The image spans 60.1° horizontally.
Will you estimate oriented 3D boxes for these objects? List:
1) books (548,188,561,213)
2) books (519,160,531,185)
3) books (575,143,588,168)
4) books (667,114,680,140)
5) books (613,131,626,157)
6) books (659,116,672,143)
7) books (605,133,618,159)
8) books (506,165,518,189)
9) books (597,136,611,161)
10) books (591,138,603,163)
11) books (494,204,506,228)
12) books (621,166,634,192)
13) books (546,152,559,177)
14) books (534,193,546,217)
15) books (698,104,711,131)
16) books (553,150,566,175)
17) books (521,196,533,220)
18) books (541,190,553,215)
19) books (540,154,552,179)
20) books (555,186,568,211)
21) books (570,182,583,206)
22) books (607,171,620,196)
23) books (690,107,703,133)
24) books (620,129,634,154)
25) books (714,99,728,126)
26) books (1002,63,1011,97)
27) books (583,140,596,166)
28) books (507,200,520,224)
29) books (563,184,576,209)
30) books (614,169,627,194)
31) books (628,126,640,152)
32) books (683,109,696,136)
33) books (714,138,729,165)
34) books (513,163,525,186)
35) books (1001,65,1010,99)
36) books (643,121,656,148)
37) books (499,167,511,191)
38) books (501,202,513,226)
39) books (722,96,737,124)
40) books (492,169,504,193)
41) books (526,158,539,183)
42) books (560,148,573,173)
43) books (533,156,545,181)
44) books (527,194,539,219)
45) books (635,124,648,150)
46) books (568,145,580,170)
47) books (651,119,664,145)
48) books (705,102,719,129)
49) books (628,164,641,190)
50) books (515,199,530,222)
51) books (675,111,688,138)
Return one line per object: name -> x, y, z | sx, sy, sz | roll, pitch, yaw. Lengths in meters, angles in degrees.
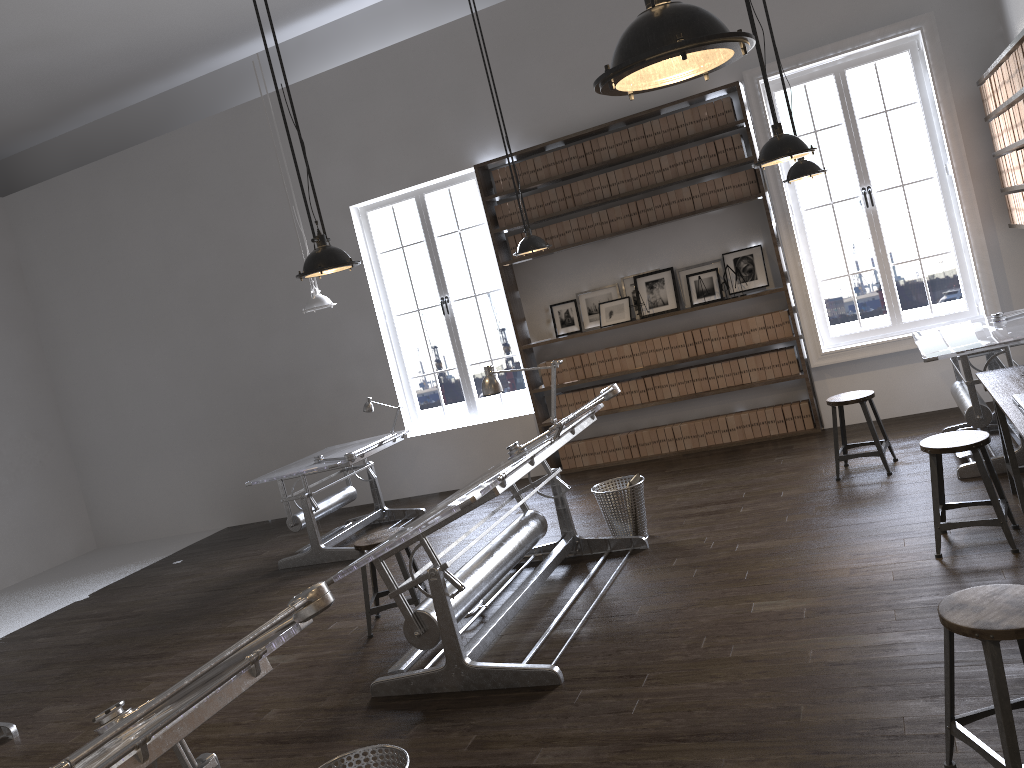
books -> 0.415, -1.684, 8.157 | 0.066, 0.225, 0.175 | -13, 3, 23
books -> 0.153, -1.953, 8.227 | 0.066, 0.225, 0.176 | -13, 3, 23
books -> 0.652, -2.058, 8.019 | 0.066, 0.225, 0.176 | -13, 3, 23
books -> 1.417, -2.219, 7.696 | 0.066, 0.225, 0.176 | -13, 3, 23
books -> 0.974, -2.126, 7.884 | 0.066, 0.225, 0.175 | -13, 3, 23
books -> 1.354, -2.206, 7.724 | 0.066, 0.225, 0.175 | -13, 3, 23
books -> 0.909, -2.112, 7.907 | 0.066, 0.225, 0.175 | -13, 3, 23
books -> 0.027, -1.927, 8.278 | 0.066, 0.225, 0.175 | -13, 3, 23
books -> 0.843, -2.098, 7.931 | 0.066, 0.225, 0.176 | -13, 3, 23
books -> 0.786, -2.086, 7.962 | 0.066, 0.225, 0.176 | -13, 3, 23
books -> -0.080, -1.580, 8.371 | 0.066, 0.225, 0.175 | -13, 3, 23
books -> 1.050, -1.817, 7.893 | 0.066, 0.225, 0.176 | -13, 3, 23
books -> 0.397, -2.004, 8.119 | 0.066, 0.225, 0.176 | -13, 3, 23
books -> 0.288, -1.657, 8.215 | 0.066, 0.225, 0.176 | -13, 3, 23
books -> 1.660, -2.269, 7.588 | 0.066, 0.225, 0.176 | -13, 3, 23
books -> 0.460, -2.018, 8.099 | 0.066, 0.225, 0.176 | -13, 3, 23
books -> 0.167, -1.632, 8.265 | 0.066, 0.225, 0.176 | -13, 3, 23
books -> 0.352, -1.671, 8.188 | 0.066, 0.225, 0.175 | -13, 3, 23
books -> 0.338, -1.992, 8.149 | 0.066, 0.225, 0.176 | -13, 3, 23
books -> 0.480, -1.698, 8.135 | 0.066, 0.225, 0.176 | -13, 3, 23
books -> 0.615, -1.726, 8.078 | 0.066, 0.225, 0.176 | -13, 3, 23
books -> 0.927, -1.791, 7.941 | 0.066, 0.225, 0.176 | -13, 3, 23
books -> 1.602, -2.258, 7.617 | 0.066, 0.225, 0.176 | -13, 3, 23
books -> 1.036, -2.139, 7.856 | 0.066, 0.225, 0.176 | -13, 3, 23
books -> 1.787, -2.297, 7.541 | 0.066, 0.225, 0.175 | -13, 3, 23
books -> 3.208, -1.932, 5.568 | 0.174, 0.225, 0.067 | -13, 3, 22
books -> 0.717, -2.072, 7.985 | 0.066, 0.225, 0.176 | -13, 3, 23
books -> 0.044, -1.606, 8.313 | 0.066, 0.225, 0.176 | -13, 3, 23
books -> 0.546, -1.711, 8.101 | 0.066, 0.225, 0.176 | -13, 3, 23
books -> 0.993, -1.805, 7.916 | 0.066, 0.225, 0.176 | -13, 3, 23
books -> 1.103, -2.153, 7.826 | 0.066, 0.225, 0.176 | -13, 3, 23
books -> 1.545, -2.245, 7.640 | 0.066, 0.225, 0.176 | -13, 3, 23
books -> 1.800, -1.974, 7.574 | 0.066, 0.225, 0.176 | -13, 3, 23
books -> 0.091, -1.941, 8.255 | 0.066, 0.225, 0.175 | -13, 3, 23
books -> 3.232, -1.944, 5.626 | 0.174, 0.225, 0.067 | -13, 3, 22
books -> 1.224, -2.178, 7.771 | 0.066, 0.225, 0.176 | -13, 3, 23
books -> -0.040, -1.912, 8.303 | 0.066, 0.225, 0.176 | -13, 3, 23
books -> -0.018, -1.593, 8.343 | 0.066, 0.225, 0.176 | -13, 3, 23
books -> 1.850, -2.309, 7.510 | 0.066, 0.225, 0.175 | -13, 3, 23
books -> -0.105, -1.899, 8.330 | 0.066, 0.225, 0.176 | -13, 3, 23
books -> 0.215, -1.966, 8.197 | 0.066, 0.225, 0.176 | -13, 3, 23
books -> 0.524, -2.031, 8.072 | 0.066, 0.225, 0.175 | -13, 3, 23
books -> 0.281, -1.980, 8.171 | 0.066, 0.225, 0.176 | -13, 3, 23
books -> 0.225, -1.644, 8.235 | 0.066, 0.225, 0.176 | -13, 3, 23
books -> 1.158, -2.164, 7.798 | 0.066, 0.225, 0.176 | -13, 3, 23
books -> 0.586, -2.044, 8.041 | 0.066, 0.225, 0.175 | -13, 3, 23
books -> 1.290, -2.192, 7.747 | 0.066, 0.225, 0.175 | -13, 3, 23
books -> 1.723, -2.283, 7.567 | 0.066, 0.225, 0.176 | -13, 3, 23
books -> 1.108, -1.829, 7.864 | 0.066, 0.225, 0.176 | -13, 3, 23
books -> 0.110, -1.620, 8.287 | 0.066, 0.225, 0.176 | -13, 3, 23
books -> 1.478, -2.231, 7.665 | 0.066, 0.225, 0.176 | -13, 3, 23
